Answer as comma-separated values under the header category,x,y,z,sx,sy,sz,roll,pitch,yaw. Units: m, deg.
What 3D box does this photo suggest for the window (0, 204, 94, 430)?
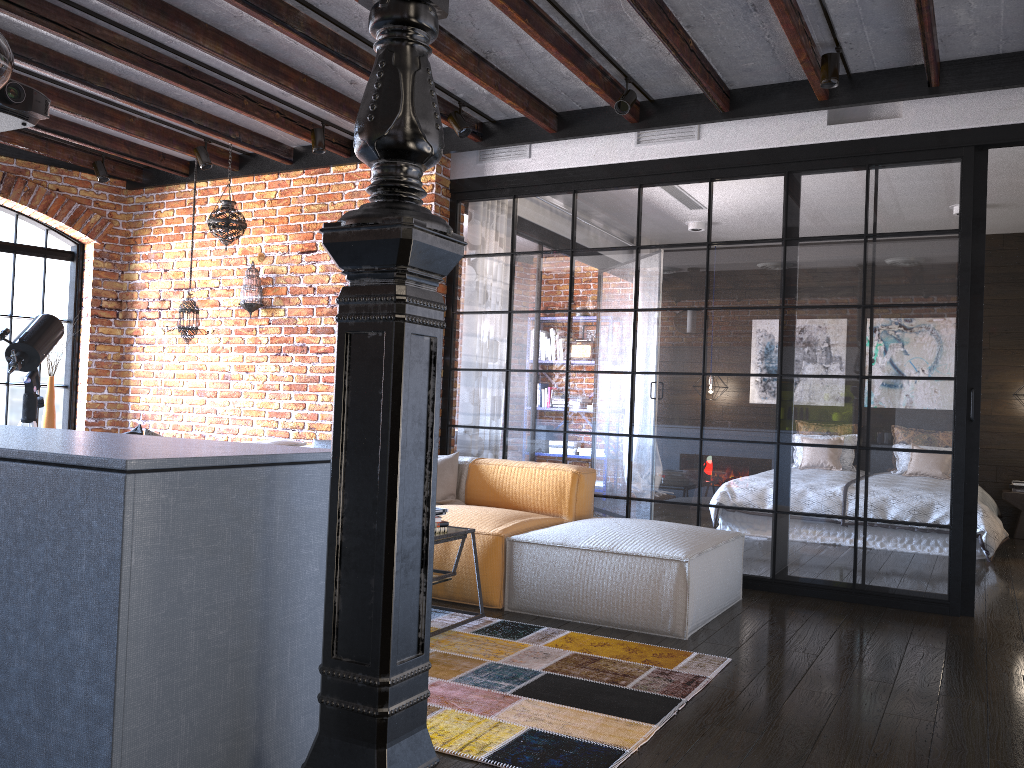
category,x,y,z,sx,sy,sz,roll,pitch,yaw
window,-4.538,-0.550,6.151,3.293,2.232,0.177,4,-2,-44

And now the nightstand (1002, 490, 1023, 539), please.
category,x,y,z,sx,sy,sz,roll,pitch,yaw
nightstand,4.528,1.146,7.728,0.456,0.400,0.300,2,-1,28

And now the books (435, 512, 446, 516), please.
category,x,y,z,sx,sy,sz,roll,pitch,yaw
books,-0.434,0.554,3.784,0.196,0.014,0.268,2,-2,27

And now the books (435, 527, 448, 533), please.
category,x,y,z,sx,sy,sz,roll,pitch,yaw
books,-0.434,0.616,3.780,0.247,0.024,0.209,4,-2,-43

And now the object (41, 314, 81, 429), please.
category,x,y,z,sx,sy,sz,roll,pitch,yaw
object,-3.471,-0.053,6.805,0.270,1.053,0.299,3,-2,-42

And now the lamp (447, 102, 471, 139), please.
category,x,y,z,sx,sy,sz,roll,pitch,yaw
lamp,-0.303,-1.530,5.154,0.150,0.210,0.094,2,-1,30

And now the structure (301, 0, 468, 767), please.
category,x,y,z,sx,sy,sz,roll,pitch,yaw
structure,0.379,-0.080,5.611,0.481,2.393,8.515,2,-2,9

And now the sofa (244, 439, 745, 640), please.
category,x,y,z,sx,sy,sz,roll,pitch,yaw
sofa,-0.764,0.711,4.359,3.300,0.697,2.537,2,-2,27

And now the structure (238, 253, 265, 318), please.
category,x,y,z,sx,sy,sz,roll,pitch,yaw
structure,-1.868,-0.717,6.372,0.169,0.482,0.169,2,-1,28

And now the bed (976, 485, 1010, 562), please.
category,x,y,z,sx,sy,sz,roll,pitch,yaw
bed,2.995,1.029,7.633,2.232,0.509,2.122,2,-2,27

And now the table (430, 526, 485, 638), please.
category,x,y,z,sx,sy,sz,roll,pitch,yaw
table,-0.682,0.808,3.757,0.848,0.388,0.842,2,-2,28

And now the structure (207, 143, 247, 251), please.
category,x,y,z,sx,sy,sz,roll,pitch,yaw
structure,-1.965,-1.308,6.149,0.265,0.779,0.273,3,-1,-23

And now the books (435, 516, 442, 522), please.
category,x,y,z,sx,sy,sz,roll,pitch,yaw
books,-0.446,0.572,3.800,0.239,0.023,0.190,3,-2,-27

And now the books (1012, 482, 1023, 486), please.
category,x,y,z,sx,sy,sz,roll,pitch,yaw
books,4.536,0.876,7.728,0.303,0.017,0.229,2,-2,26

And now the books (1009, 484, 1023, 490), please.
category,x,y,z,sx,sy,sz,roll,pitch,yaw
books,4.530,0.902,7.733,0.293,0.034,0.233,1,-2,44

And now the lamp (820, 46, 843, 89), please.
category,x,y,z,sx,sy,sz,roll,pitch,yaw
lamp,1.513,-1.495,4.176,0.114,0.184,0.082,2,-1,-7

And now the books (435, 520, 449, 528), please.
category,x,y,z,sx,sy,sz,roll,pitch,yaw
books,-0.432,0.593,3.782,0.251,0.023,0.209,4,-2,-43

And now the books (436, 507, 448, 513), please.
category,x,y,z,sx,sy,sz,roll,pitch,yaw
books,-0.433,0.538,3.784,0.196,0.014,0.268,1,-2,39

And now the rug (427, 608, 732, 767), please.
category,x,y,z,sx,sy,sz,roll,pitch,yaw
rug,-0.509,1.015,3.385,2.364,0.013,1.432,2,-2,28

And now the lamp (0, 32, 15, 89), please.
category,x,y,z,sx,sy,sz,roll,pitch,yaw
lamp,-1.581,-1.130,2.463,0.364,0.664,0.364,2,-1,11

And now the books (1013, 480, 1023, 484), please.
category,x,y,z,sx,sy,sz,roll,pitch,yaw
books,4.543,0.861,7.734,0.307,0.014,0.247,1,-2,29

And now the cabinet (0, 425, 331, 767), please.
category,x,y,z,sx,sy,sz,roll,pitch,yaw
cabinet,-1.807,0.523,2.394,2.960,0.844,0.607,2,-2,28

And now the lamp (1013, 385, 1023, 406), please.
category,x,y,z,sx,sy,sz,roll,pitch,yaw
lamp,4.595,-0.563,7.737,0.348,1.591,0.348,2,-1,20

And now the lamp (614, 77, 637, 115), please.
category,x,y,z,sx,sy,sz,roll,pitch,yaw
lamp,0.599,-1.508,4.662,0.082,0.207,0.159,2,-1,28

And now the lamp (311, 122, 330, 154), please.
category,x,y,z,sx,sy,sz,roll,pitch,yaw
lamp,-1.223,-1.563,5.629,0.113,0.194,0.085,2,-1,-1

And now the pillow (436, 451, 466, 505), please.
category,x,y,z,sx,sy,sz,roll,pitch,yaw
pillow,-0.518,0.539,5.059,0.485,0.314,0.358,3,-1,-19

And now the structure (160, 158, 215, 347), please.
category,x,y,z,sx,sy,sz,roll,pitch,yaw
structure,-2.308,-0.981,6.396,0.338,1.437,0.389,2,-1,28

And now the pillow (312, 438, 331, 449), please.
category,x,y,z,sx,sy,sz,roll,pitch,yaw
pillow,-1.084,0.483,5.500,0.510,0.400,0.263,2,-1,22

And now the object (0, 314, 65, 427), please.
category,x,y,z,sx,sy,sz,roll,pitch,yaw
object,-3.295,0.239,5.905,0.570,1.471,0.616,3,-1,-36

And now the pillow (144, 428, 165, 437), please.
category,x,y,z,sx,sy,sz,roll,pitch,yaw
pillow,-1.833,0.439,4.807,0.250,0.402,0.543,2,-1,10

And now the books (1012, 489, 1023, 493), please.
category,x,y,z,sx,sy,sz,roll,pitch,yaw
books,4.542,0.933,7.730,0.316,0.028,0.259,2,-2,28

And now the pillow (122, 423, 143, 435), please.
category,x,y,z,sx,sy,sz,roll,pitch,yaw
pillow,-2.012,0.410,4.521,0.238,0.417,0.539,2,-1,18

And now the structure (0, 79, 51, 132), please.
category,x,y,z,sx,sy,sz,roll,pitch,yaw
structure,-2.405,-1.612,4.067,0.464,0.816,0.409,2,-1,28

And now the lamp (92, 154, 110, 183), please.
category,x,y,z,sx,sy,sz,roll,pitch,yaw
lamp,-3.063,-1.605,6.610,0.134,0.208,0.093,2,-1,4

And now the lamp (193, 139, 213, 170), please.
category,x,y,z,sx,sy,sz,roll,pitch,yaw
lamp,-2.128,-1.580,6.110,0.134,0.208,0.090,2,-1,-5
